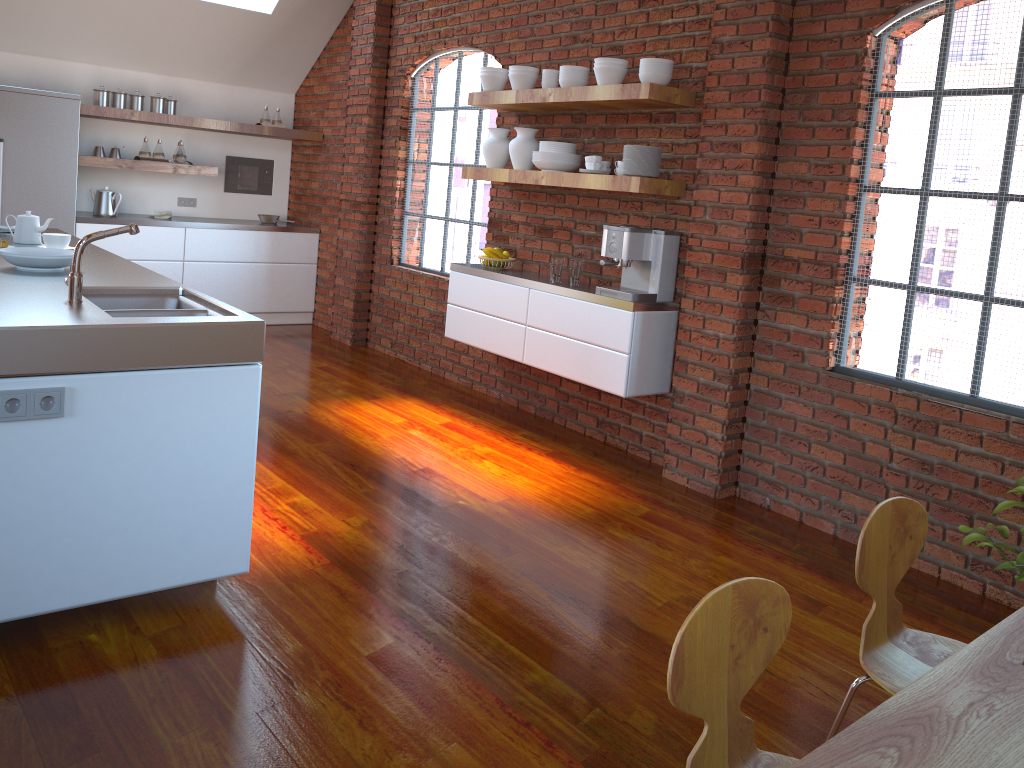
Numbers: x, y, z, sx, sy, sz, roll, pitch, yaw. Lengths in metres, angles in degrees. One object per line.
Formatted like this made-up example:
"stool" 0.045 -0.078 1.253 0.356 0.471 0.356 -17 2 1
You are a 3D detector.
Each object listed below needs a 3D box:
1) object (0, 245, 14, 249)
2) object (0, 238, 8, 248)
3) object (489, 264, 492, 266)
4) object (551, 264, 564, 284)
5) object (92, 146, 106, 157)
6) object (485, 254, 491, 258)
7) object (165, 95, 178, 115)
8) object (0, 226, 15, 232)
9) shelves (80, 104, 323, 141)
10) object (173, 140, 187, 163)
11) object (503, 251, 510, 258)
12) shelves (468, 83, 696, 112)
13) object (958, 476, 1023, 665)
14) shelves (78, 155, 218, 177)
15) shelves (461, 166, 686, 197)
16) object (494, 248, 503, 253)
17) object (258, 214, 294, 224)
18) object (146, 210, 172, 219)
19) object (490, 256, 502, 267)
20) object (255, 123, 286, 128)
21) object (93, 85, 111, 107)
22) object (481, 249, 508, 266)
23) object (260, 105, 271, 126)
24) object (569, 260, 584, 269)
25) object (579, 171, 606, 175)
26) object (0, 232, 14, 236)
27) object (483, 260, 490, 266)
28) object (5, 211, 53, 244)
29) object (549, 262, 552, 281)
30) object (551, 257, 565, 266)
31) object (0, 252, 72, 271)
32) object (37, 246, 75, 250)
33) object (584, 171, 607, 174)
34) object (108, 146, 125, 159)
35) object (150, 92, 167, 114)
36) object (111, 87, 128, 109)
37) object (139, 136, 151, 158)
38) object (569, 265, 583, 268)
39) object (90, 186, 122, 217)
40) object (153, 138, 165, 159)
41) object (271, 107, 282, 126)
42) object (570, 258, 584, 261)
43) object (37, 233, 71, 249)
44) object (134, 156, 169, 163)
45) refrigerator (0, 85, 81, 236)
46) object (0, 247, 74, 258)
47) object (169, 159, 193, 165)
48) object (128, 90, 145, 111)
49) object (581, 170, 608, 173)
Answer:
"object" -2.266 -0.591 3.815 0.194 0.013 0.198 1 13 -17
"object" -2.266 -0.617 3.824 0.137 0.050 0.063 1 10 -19
"object" -0.130 -0.777 5.506 0.074 0.075 0.073 10 10 26
"object" 0.249 -0.611 4.895 0.078 0.103 0.079 4 8 -8
"object" -3.253 -1.831 6.931 0.106 0.080 0.108 4 10 -9
"object" -0.146 -0.800 5.459 0.045 0.052 0.052 12 11 39
"object" -2.840 -2.309 7.294 0.127 0.175 0.130 -2 11 -43
"object" -2.613 -0.788 4.497 0.232 0.049 0.167 -4 15 -38
"shelves" -2.654 -2.197 7.441 1.980 0.075 0.665 -5 16 -38
"object" -2.774 -1.942 7.355 0.093 0.190 0.206 1 10 -29
"object" -0.038 -0.802 5.463 0.047 0.045 0.055 6 10 3
"shelves" 0.327 -1.600 4.945 0.337 0.075 1.562 -4 15 -37
"object" 0.630 0.335 0.816 0.427 0.514 0.394 6 8 7
"shelves" -3.048 -1.792 7.198 1.067 0.075 0.665 -5 16 -38
"shelves" 0.287 -1.155 4.988 0.337 0.075 1.562 -4 15 -37
"object" -0.087 -0.818 5.481 0.069 0.060 0.069 1 10 -22
"object" -2.124 -1.464 7.863 0.352 0.073 0.195 13 14 32
"object" -2.917 -1.407 7.296 0.203 0.061 0.200 2 12 -16
"object" -0.099 -0.759 5.439 0.077 0.065 0.077 4 10 -5
"object" -2.129 -2.276 7.767 0.224 0.032 0.198 -5 16 -39
"object" -3.212 -2.252 6.885 0.127 0.175 0.130 -2 11 -43
"object" -0.110 -0.774 5.401 0.176 0.093 0.065 5 8 -1
"object" -2.163 -2.354 7.725 0.093 0.189 0.095 2 8 -26
"object" 0.347 -0.621 4.804 0.077 0.103 0.079 1 9 -26
"object" 0.434 -1.122 4.697 0.154 0.012 0.156 8 13 12
"object" -2.625 -0.782 4.533 0.232 0.026 0.167 9 13 16
"object" -0.158 -0.752 5.455 0.046 0.045 0.056 4 10 -5
"object" -2.293 -0.744 4.178 0.197 0.153 0.120 -1 10 -32
"object" 0.245 -0.639 5.023 0.078 0.103 0.079 8 9 21
"object" 0.252 -0.649 4.891 0.078 0.103 0.079 4 8 -8
"object" -1.798 -0.469 3.358 0.283 0.054 0.285 10 13 23
"object" -2.080 -0.618 4.016 0.153 0.012 0.157 3 13 -10
"object" 0.434 -1.126 4.696 0.154 0.012 0.156 8 13 12
"object" -3.158 -1.848 7.003 0.106 0.098 0.108 6 9 4
"object" -2.856 -2.268 7.100 0.127 0.175 0.130 -2 11 -43
"object" -3.121 -2.266 6.985 0.127 0.175 0.130 -2 11 -43
"object" -2.981 -1.916 7.151 0.093 0.189 0.095 2 8 -26
"object" 0.357 -0.613 4.947 0.078 0.103 0.079 4 8 -8
"object" -3.238 -1.456 6.996 0.301 0.235 0.184 4 8 -7
"object" -2.897 -1.923 7.221 0.094 0.190 0.094 6 7 5
"object" -2.080 -2.361 7.795 0.094 0.190 0.094 6 7 5
"object" 0.360 -0.651 4.944 0.078 0.103 0.079 4 8 -8
"object" -2.080 -0.648 4.016 0.126 0.068 0.117 13 13 35
"object" -2.947 -1.838 7.194 0.224 0.032 0.198 -5 16 -39
"refrigerator" -3.831 -1.320 6.578 0.912 1.751 0.793 0 9 -38
"object" -1.797 -0.479 3.357 0.283 0.054 0.285 10 13 23
"object" -2.781 -1.860 7.362 0.195 0.032 0.228 -1 14 -28
"object" -3.026 -2.281 7.089 0.127 0.175 0.130 -2 11 -43
"object" 0.435 -1.130 4.696 0.154 0.012 0.156 8 13 12
